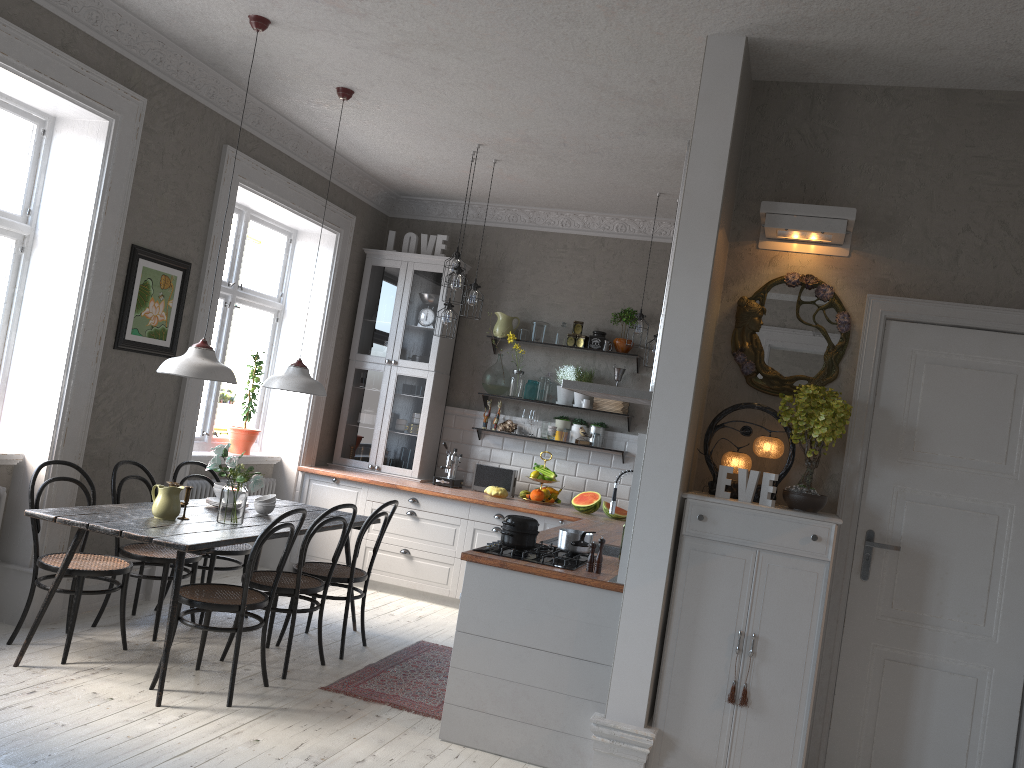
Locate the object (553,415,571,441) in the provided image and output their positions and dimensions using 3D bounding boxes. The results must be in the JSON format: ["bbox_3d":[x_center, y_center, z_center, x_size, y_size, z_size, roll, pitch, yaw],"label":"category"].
[{"bbox_3d":[0.409,0.365,7.422,0.157,0.217,0.155,9,-2,-3],"label":"object"}]

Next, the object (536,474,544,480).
[{"bbox_3d":[0.226,0.760,7.138,0.063,0.061,0.067,8,-3,17],"label":"object"}]

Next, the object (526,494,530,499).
[{"bbox_3d":[0.152,0.908,7.186,0.090,0.057,0.083,11,-3,-41],"label":"object"}]

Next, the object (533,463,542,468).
[{"bbox_3d":[0.207,0.671,7.187,0.073,0.058,0.050,9,-2,-6],"label":"object"}]

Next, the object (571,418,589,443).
[{"bbox_3d":[0.558,0.392,7.387,0.150,0.214,0.170,11,-3,-43],"label":"object"}]

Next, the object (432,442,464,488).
[{"bbox_3d":[-0.525,0.668,7.360,0.203,0.370,0.357,8,-3,18],"label":"object"}]

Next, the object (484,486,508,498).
[{"bbox_3d":[-0.125,0.865,7.109,0.194,0.083,0.191,8,-2,17],"label":"object"}]

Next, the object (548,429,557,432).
[{"bbox_3d":[0.329,0.398,7.308,0.075,0.051,0.079,7,-3,36],"label":"object"}]

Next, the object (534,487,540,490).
[{"bbox_3d":[0.242,0.887,7.256,0.077,0.076,0.157,7,-3,43],"label":"object"}]

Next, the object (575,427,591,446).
[{"bbox_3d":[0.595,0.428,7.281,0.119,0.147,0.099,10,-3,-15],"label":"object"}]

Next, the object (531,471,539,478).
[{"bbox_3d":[0.186,0.730,7.136,0.058,0.069,0.080,7,-3,37],"label":"object"}]

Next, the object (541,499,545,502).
[{"bbox_3d":[0.237,0.933,7.123,0.070,0.065,0.070,7,-3,38],"label":"object"}]

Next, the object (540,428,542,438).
[{"bbox_3d":[0.270,0.413,7.448,0.076,0.083,0.079,7,-3,35],"label":"object"}]

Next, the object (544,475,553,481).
[{"bbox_3d":[0.289,0.772,7.156,0.076,0.062,0.100,9,-2,-10],"label":"object"}]

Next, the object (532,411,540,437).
[{"bbox_3d":[0.188,0.334,7.459,0.081,0.217,0.082,9,-3,3],"label":"object"}]

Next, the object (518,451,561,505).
[{"bbox_3d":[0.251,0.756,7.190,0.351,0.426,0.352,9,-2,2],"label":"object"}]

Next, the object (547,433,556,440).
[{"bbox_3d":[0.324,0.432,7.307,0.077,0.051,0.078,8,-2,10],"label":"object"}]

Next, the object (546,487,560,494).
[{"bbox_3d":[0.334,0.869,7.180,0.126,0.056,0.060,8,-2,9],"label":"object"}]

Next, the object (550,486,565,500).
[{"bbox_3d":[0.357,0.878,7.165,0.060,0.120,0.128,7,-3,41],"label":"object"}]

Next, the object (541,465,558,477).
[{"bbox_3d":[0.311,0.720,7.220,0.177,0.096,0.090,7,-3,37],"label":"object"}]

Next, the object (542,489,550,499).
[{"bbox_3d":[0.265,0.884,7.122,0.087,0.078,0.089,7,-3,43],"label":"object"}]

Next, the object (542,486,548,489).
[{"bbox_3d":[0.271,0.879,7.241,0.084,0.093,0.087,8,-2,13],"label":"object"}]

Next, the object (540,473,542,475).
[{"bbox_3d":[0.227,0.755,7.280,0.057,0.054,0.061,7,-3,43],"label":"object"}]

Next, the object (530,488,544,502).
[{"bbox_3d":[0.203,0.883,7.060,0.114,0.111,0.110,10,-3,-16],"label":"object"}]

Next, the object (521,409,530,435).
[{"bbox_3d":[0.108,0.323,7.486,0.081,0.217,0.082,9,-3,3],"label":"object"}]

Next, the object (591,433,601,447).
[{"bbox_3d":[0.690,0.457,7.233,0.077,0.108,0.078,8,-3,11],"label":"object"}]

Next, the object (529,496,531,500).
[{"bbox_3d":[0.170,0.920,7.196,0.070,0.076,0.229,9,-2,0],"label":"object"}]

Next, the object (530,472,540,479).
[{"bbox_3d":[0.193,0.750,7.212,0.095,0.078,0.101,9,-2,4],"label":"object"}]

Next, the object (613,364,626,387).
[{"bbox_3d":[0.869,-0.013,7.294,0.130,0.288,0.131,9,-3,2],"label":"object"}]

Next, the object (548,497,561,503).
[{"bbox_3d":[0.325,0.934,7.221,0.055,0.044,0.213,10,-3,-34],"label":"object"}]

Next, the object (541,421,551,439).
[{"bbox_3d":[0.280,0.384,7.369,0.079,0.139,0.078,9,-3,-10],"label":"object"}]

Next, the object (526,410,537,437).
[{"bbox_3d":[0.163,0.327,7.372,0.081,0.217,0.082,9,-3,3],"label":"object"}]

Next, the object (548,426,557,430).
[{"bbox_3d":[0.333,0.373,7.309,0.077,0.051,0.077,9,-2,3],"label":"object"}]

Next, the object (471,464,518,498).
[{"bbox_3d":[-0.144,0.799,7.334,0.347,0.226,0.089,8,-3,16],"label":"object"}]

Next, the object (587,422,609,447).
[{"bbox_3d":[0.715,0.416,7.350,0.157,0.213,0.154,8,-3,15],"label":"object"}]

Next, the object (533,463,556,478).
[{"bbox_3d":[0.265,0.700,7.163,0.207,0.101,0.068,8,-3,23],"label":"object"}]

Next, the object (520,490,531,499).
[{"bbox_3d":[0.127,0.902,7.232,0.155,0.072,0.075,11,-3,-44],"label":"object"}]

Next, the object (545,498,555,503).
[{"bbox_3d":[0.302,0.936,7.099,0.069,0.051,0.088,10,-3,-25],"label":"object"}]

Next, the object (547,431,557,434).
[{"bbox_3d":[0.327,0.415,7.307,0.077,0.051,0.078,8,-2,10],"label":"object"}]

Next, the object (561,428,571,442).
[{"bbox_3d":[0.454,0.424,7.329,0.077,0.108,0.078,8,-3,11],"label":"object"}]

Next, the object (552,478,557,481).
[{"bbox_3d":[0.337,0.777,7.174,0.051,0.050,0.050,8,-3,26],"label":"object"}]
